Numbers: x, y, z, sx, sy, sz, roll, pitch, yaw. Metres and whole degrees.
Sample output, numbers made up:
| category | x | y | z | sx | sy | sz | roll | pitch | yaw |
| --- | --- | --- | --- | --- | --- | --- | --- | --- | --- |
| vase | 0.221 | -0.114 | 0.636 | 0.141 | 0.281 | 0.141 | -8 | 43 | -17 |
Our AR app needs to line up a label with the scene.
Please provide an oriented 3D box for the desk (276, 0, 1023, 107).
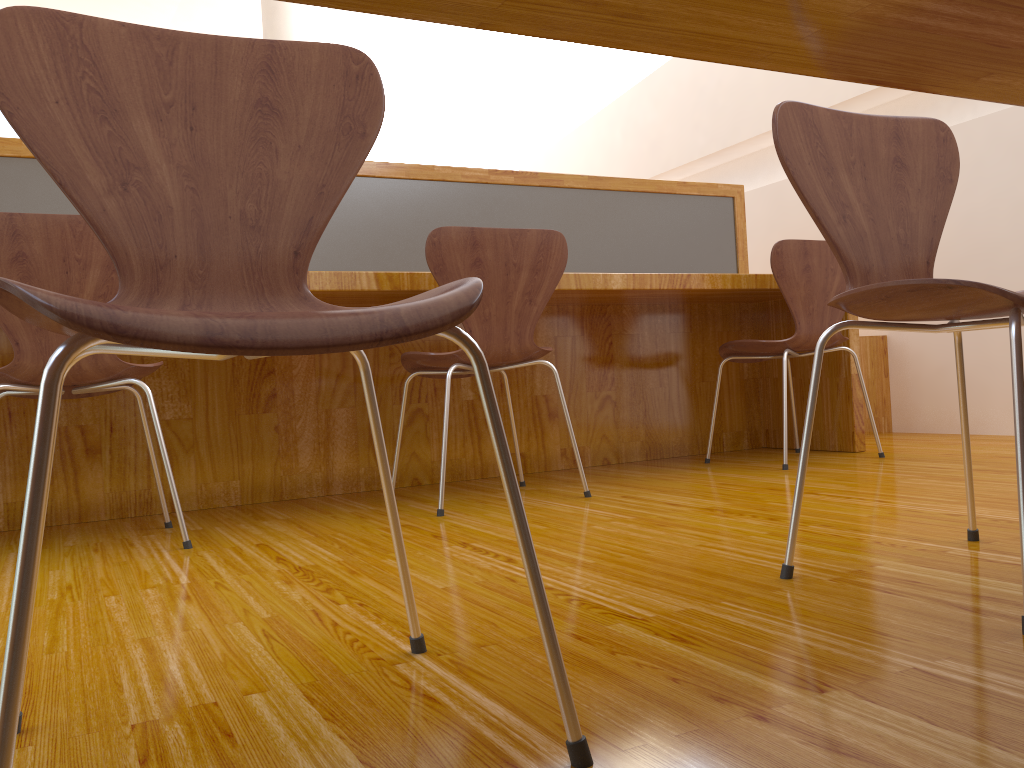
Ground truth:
| category | x | y | z | sx | sy | sz | roll | pitch | yaw |
| --- | --- | --- | --- | --- | --- | --- | --- | --- | --- |
| desk | 1.028 | 0.026 | 0.314 | 3.243 | 0.785 | 1.527 | -3 | 0 | -27 |

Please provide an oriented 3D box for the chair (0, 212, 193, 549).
| category | x | y | z | sx | sy | sz | roll | pitch | yaw |
| --- | --- | --- | --- | --- | --- | --- | --- | --- | --- |
| chair | -0.952 | 0.016 | 1.902 | 0.428 | 0.693 | 0.381 | -3 | 0 | -27 |

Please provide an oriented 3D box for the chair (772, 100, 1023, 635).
| category | x | y | z | sx | sy | sz | roll | pitch | yaw |
| --- | --- | --- | --- | --- | --- | --- | --- | --- | --- |
| chair | 0.637 | -0.080 | 1.205 | 0.428 | 0.693 | 0.381 | -3 | 0 | -27 |

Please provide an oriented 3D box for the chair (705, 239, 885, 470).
| category | x | y | z | sx | sy | sz | roll | pitch | yaw |
| --- | --- | --- | --- | --- | --- | --- | --- | --- | --- |
| chair | 0.892 | -0.091 | 2.881 | 0.428 | 0.693 | 0.381 | -3 | 0 | -27 |

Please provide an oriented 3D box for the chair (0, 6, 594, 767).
| category | x | y | z | sx | sy | sz | roll | pitch | yaw |
| --- | --- | --- | --- | --- | --- | --- | --- | --- | --- |
| chair | -0.228 | -0.029 | 0.766 | 0.428 | 0.693 | 0.381 | -3 | 0 | -27 |

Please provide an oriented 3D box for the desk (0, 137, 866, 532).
| category | x | y | z | sx | sy | sz | roll | pitch | yaw |
| --- | --- | --- | --- | --- | --- | --- | --- | --- | --- |
| desk | -0.532 | -0.180 | 2.859 | 3.216 | 1.022 | 1.248 | -3 | 0 | -27 |

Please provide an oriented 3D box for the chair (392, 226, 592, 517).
| category | x | y | z | sx | sy | sz | roll | pitch | yaw |
| --- | --- | --- | --- | --- | --- | --- | --- | --- | --- |
| chair | -0.087 | -0.034 | 2.341 | 0.428 | 0.693 | 0.381 | -3 | 0 | -27 |
